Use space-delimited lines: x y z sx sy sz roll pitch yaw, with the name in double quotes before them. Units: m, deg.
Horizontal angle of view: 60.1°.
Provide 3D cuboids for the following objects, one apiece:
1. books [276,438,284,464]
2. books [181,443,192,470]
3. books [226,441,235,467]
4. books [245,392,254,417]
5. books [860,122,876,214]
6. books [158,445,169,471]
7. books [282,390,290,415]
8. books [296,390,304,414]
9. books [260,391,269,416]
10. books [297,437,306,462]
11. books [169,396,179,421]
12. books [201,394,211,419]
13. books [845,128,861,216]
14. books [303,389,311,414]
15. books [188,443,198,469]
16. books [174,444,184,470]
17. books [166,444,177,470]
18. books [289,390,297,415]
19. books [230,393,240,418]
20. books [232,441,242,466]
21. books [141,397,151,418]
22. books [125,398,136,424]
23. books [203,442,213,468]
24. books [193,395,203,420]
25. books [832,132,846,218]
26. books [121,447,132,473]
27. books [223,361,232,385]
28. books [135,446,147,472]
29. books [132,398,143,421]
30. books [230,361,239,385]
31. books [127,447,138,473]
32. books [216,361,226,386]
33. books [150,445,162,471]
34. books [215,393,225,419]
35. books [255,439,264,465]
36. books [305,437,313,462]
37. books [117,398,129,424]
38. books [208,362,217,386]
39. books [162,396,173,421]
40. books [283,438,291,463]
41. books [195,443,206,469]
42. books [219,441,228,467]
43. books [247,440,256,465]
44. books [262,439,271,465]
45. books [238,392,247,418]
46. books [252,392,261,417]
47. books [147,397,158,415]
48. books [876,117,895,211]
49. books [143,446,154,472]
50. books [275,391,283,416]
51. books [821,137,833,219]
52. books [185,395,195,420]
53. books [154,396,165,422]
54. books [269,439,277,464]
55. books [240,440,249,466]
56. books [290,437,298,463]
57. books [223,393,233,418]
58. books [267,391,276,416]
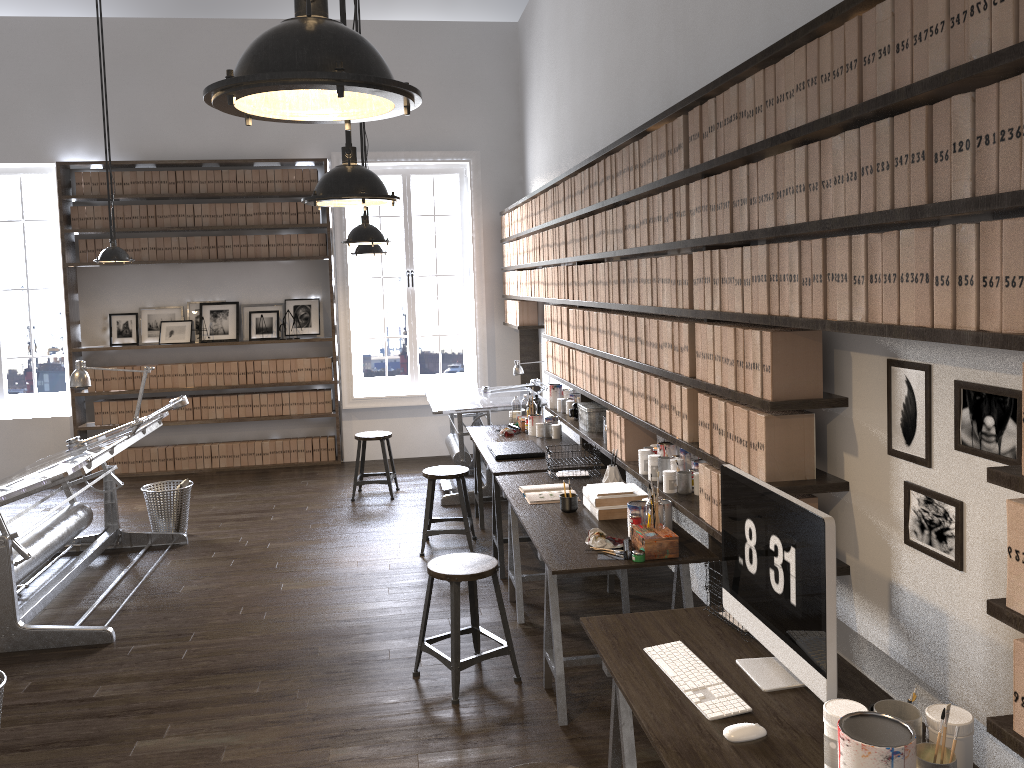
"books" -2.310 0.669 8.838 0.067 0.225 0.175 -2 5 -8
"books" -3.198 0.713 8.714 0.067 0.225 0.175 -2 5 -8
"books" -2.785 0.693 8.774 0.067 0.225 0.175 -2 5 -8
"books" -2.595 0.204 8.768 0.067 0.225 0.175 -2 5 -8
"books" 0.968 -0.536 2.215 0.174 0.225 0.067 -3 4 -8
"books" -3.410 0.724 8.685 0.067 0.225 0.175 -2 5 -8
"books" -2.244 0.186 8.820 0.067 0.225 0.175 -2 5 -8
"books" -2.111 0.179 8.843 0.067 0.225 0.175 -2 5 -8
"books" -2.452 0.196 8.792 0.067 0.225 0.175 -2 5 -8
"books" -2.104 0.659 8.870 0.067 0.225 0.175 -2 5 -8
"books" -3.295 0.238 8.673 0.067 0.225 0.175 -2 5 -8
"books" -3.007 0.224 8.715 0.067 0.225 0.175 -2 5 -8
"books" 0.958 -0.544 2.286 0.174 0.225 0.067 -3 4 -8
"books" -2.044 0.176 8.848 0.067 0.225 0.175 -2 5 -8
"books" -3.135 0.711 8.718 0.067 0.225 0.175 -2 5 -8
"books" -3.263 0.716 8.707 0.067 0.225 0.175 -2 5 -8
"books" -3.335 0.721 8.691 0.067 0.225 0.175 -2 5 -8
"books" -2.173 0.182 8.833 0.067 0.225 0.175 -2 5 -8
"books" -2.732 0.210 8.754 0.067 0.225 0.175 -2 5 -8
"books" -2.718 0.690 8.779 0.067 0.225 0.175 -2 5 -8
"books" -3.559 0.252 8.632 0.067 0.225 0.175 -2 5 -8
"books" -3.701 0.259 8.613 0.067 0.225 0.175 -2 5 -8
"books" -2.992 0.703 8.743 0.067 0.225 0.175 -2 5 -8
"books" -3.079 0.228 8.699 0.067 0.225 0.175 -2 5 -8
"books" 0.950 -0.552 2.358 0.174 0.225 0.067 -3 4 -8
"books" -3.753 0.741 8.634 0.067 0.225 0.175 -2 5 -8
"books" -2.787 -0.107 8.721 0.067 0.225 0.175 -2 5 -8
"books" -3.621 0.734 8.654 0.067 0.225 0.175 -2 5 -8
"books" -3.630 0.255 8.619 0.067 0.225 0.175 -2 5 -8
"books" -2.726 -0.111 8.735 0.067 0.225 0.175 -2 5 -8
"books" -3.686 0.738 8.639 0.067 0.225 0.175 -2 5 -8
"books" -2.859 -0.104 8.711 0.067 0.225 0.175 -2 5 -8
"books" -3.480 0.728 8.670 0.067 0.225 0.175 -2 5 -8
"books" -2.870 0.217 8.732 0.067 0.225 0.175 -2 5 -8
"books" -2.510 0.679 8.810 0.067 0.225 0.175 -2 5 -8
"books" -2.034 0.655 8.885 0.067 0.225 0.175 -2 5 -8
"books" -3.770 0.262 8.605 0.067 0.225 0.175 -2 5 -8
"books" -2.931 -0.101 8.704 0.067 0.225 0.175 -2 5 -8
"books" -3.365 0.242 8.663 0.067 0.225 0.175 -2 5 -8
"books" -2.245 0.665 8.854 0.067 0.225 0.175 -2 5 -8
"books" -3.063 0.707 8.729 0.067 0.225 0.175 -2 5 -8
"books" -2.846 0.696 8.764 0.067 0.225 0.175 -2 5 -8
"books" -2.581 0.682 8.804 0.067 0.225 0.175 -2 5 -8
"books" -2.439 0.676 8.823 0.067 0.225 0.175 -2 5 -8
"books" -2.658 0.206 8.763 0.067 0.225 0.175 -2 5 -8
"books" -2.523 0.200 8.779 0.067 0.225 0.175 -2 5 -8
"books" -3.497 0.248 8.642 0.067 0.225 0.175 -2 5 -8
"books" 0.982 -0.530 2.153 0.174 0.225 0.067 -3 4 -8
"books" -3.550 0.731 8.664 0.067 0.225 0.175 -2 5 -8
"books" -2.314 0.189 8.814 0.067 0.225 0.175 -2 5 -8
"books" 0.944 -0.560 2.428 0.174 0.225 0.067 -3 4 -8
"books" -3.154 0.231 8.694 0.067 0.225 0.175 -2 5 -8
"books" -3.430 0.246 8.647 0.067 0.225 0.175 -2 5 -8
"books" -2.377 0.672 8.833 0.067 0.225 0.175 -2 5 -8
"books" -2.650 0.686 8.796 0.067 0.225 0.175 -2 5 -8
"books" -2.175 0.662 8.864 0.067 0.225 0.175 -2 5 -8
"books" -2.801 0.213 8.746 0.067 0.225 0.175 -2 5 -8
"books" -2.384 0.192 8.806 0.067 0.225 0.175 -2 5 -8
